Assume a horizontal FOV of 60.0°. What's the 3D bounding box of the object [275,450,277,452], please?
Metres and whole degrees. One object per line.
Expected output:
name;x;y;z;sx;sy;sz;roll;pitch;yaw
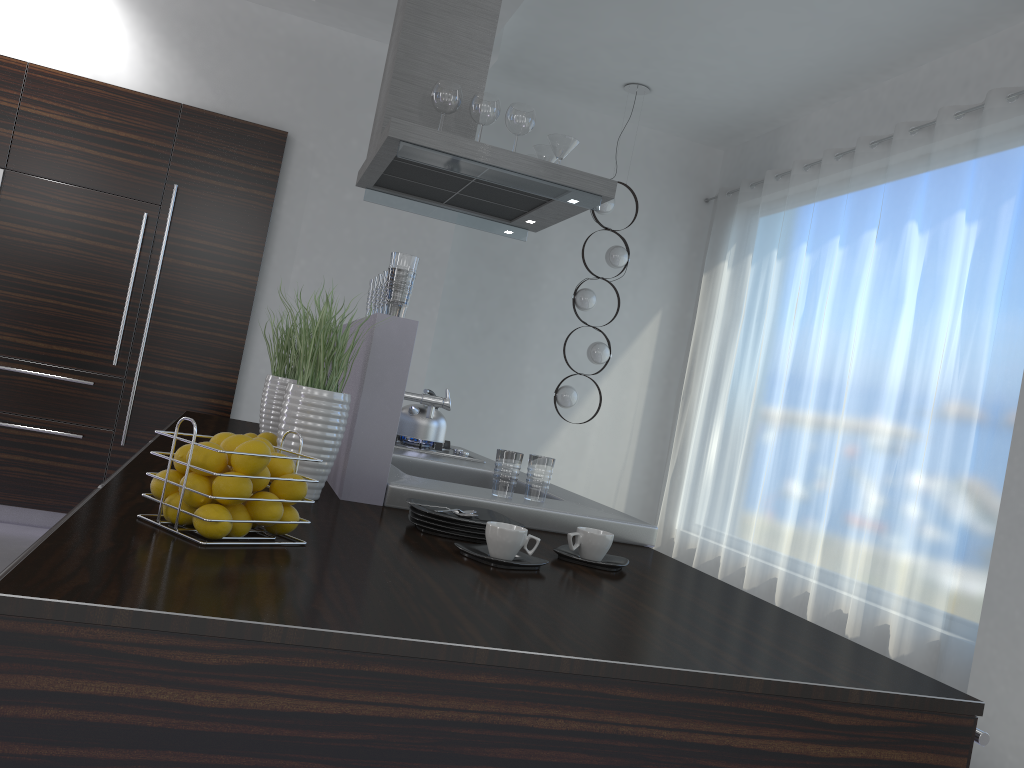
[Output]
object;-0.623;0.191;2.268;0.063;0.053;0.051;10;-2;23

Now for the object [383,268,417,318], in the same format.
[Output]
object;-0.281;-0.219;2.179;0.071;0.119;0.072;10;-2;23

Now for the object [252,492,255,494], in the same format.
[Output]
object;-0.437;0.156;1.468;0.051;0.053;0.064;11;-2;-14

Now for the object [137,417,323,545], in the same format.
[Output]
object;-0.448;0.151;1.428;0.189;0.174;0.207;10;-2;38

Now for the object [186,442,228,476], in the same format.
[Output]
object;-0.473;0.116;1.374;0.063;0.053;0.051;11;-2;-4

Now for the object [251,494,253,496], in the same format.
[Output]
object;-0.519;0.208;1.670;0.053;0.051;0.063;9;-2;42

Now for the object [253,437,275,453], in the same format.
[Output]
object;-0.430;0.120;1.506;0.057;0.060;0.052;12;-2;-29

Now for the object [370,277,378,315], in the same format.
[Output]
object;-0.351;-0.226;2.411;0.071;0.119;0.072;10;-2;23

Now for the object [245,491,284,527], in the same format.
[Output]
object;-0.392;0.198;1.406;0.062;0.053;0.052;10;-2;20

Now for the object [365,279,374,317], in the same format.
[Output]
object;-0.375;-0.228;2.488;0.072;0.119;0.071;10;-2;33

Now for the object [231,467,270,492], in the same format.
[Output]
object;-0.416;0.145;1.411;0.061;0.051;0.055;12;-2;-22

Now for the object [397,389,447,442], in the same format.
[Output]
object;-0.364;0.116;3.590;0.220;0.196;0.229;12;-2;-25

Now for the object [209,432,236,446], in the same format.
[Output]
object;-0.478;0.107;1.488;0.053;0.051;0.063;10;-2;31

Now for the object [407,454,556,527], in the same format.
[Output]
object;-0.066;0.231;2.090;0.269;0.147;0.646;11;-2;8

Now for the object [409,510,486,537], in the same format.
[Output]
object;-0.106;0.303;1.901;0.232;0.020;0.232;11;-2;-8

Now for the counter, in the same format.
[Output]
counter;-0.433;0.489;2.644;1.302;1.300;3.291;11;-2;-17

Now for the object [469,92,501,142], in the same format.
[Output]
object;-0.117;-1.015;3.464;0.125;0.221;0.125;11;-2;8

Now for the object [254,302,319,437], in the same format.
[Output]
object;-0.730;-0.027;2.819;0.247;0.502;0.269;11;-2;-17

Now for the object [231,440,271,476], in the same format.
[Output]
object;-0.404;0.115;1.374;0.059;0.060;0.050;11;-2;-17

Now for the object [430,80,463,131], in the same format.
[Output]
object;-0.265;-1.045;3.417;0.125;0.221;0.125;11;-2;8

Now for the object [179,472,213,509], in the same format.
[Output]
object;-0.488;0.164;1.371;0.051;0.055;0.061;12;-2;-38

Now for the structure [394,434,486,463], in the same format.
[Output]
structure;-0.443;0.229;3.772;0.519;0.055;0.709;11;-2;-17

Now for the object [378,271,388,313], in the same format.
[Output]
object;-0.304;-0.221;2.257;0.071;0.119;0.072;10;-2;23

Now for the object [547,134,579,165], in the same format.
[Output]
object;0.195;-0.924;3.665;0.137;0.174;0.137;10;-2;38

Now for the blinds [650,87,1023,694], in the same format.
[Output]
blinds;1.752;0.066;5.409;0.120;3.112;3.245;11;-2;-17

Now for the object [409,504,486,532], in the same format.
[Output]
object;-0.105;0.293;1.901;0.232;0.020;0.232;11;-2;-13

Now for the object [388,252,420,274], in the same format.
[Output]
object;-0.273;-0.257;2.181;0.071;0.119;0.072;10;-2;23

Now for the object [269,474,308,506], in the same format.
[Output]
object;-0.364;0.173;1.445;0.060;0.055;0.053;10;-2;26

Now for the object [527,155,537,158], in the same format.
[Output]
object;0.103;-0.931;4.020;0.137;0.174;0.137;10;-2;38

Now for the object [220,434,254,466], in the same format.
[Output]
object;-0.443;0.108;1.439;0.063;0.053;0.051;11;-2;-15

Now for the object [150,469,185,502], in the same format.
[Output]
object;-0.545;0.162;1.411;0.052;0.054;0.061;12;-2;-40

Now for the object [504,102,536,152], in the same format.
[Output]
object;0.021;-0.987;3.507;0.125;0.221;0.125;11;-2;8

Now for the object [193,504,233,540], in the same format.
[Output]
object;-0.450;0.207;1.334;0.062;0.052;0.053;10;-2;23

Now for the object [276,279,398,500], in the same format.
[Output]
object;-0.449;0.001;1.976;0.269;0.502;0.247;10;-2;26

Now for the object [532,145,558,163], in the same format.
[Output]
object;0.140;-0.929;3.847;0.137;0.174;0.137;10;-2;38

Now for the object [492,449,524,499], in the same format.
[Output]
object;-0.015;0.233;2.297;0.071;0.119;0.072;11;-2;-17

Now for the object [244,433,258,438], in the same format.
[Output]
object;-0.683;0.150;2.311;0.053;0.047;0.061;11;-2;-14

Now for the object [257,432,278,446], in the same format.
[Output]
object;-0.632;0.148;2.292;0.053;0.048;0.063;10;-2;39

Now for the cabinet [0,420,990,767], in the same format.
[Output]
cabinet;-0.486;0.707;2.636;1.377;0.852;3.285;11;-2;-17

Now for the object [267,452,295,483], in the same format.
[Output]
object;-0.391;0.140;1.473;0.063;0.051;0.053;10;-2;29

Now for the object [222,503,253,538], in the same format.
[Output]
object;-0.436;0.213;1.392;0.061;0.055;0.050;10;-2;29

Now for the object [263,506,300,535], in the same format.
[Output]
object;-0.378;0.222;1.453;0.061;0.053;0.053;10;-2;28

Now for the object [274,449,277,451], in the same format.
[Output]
object;-0.652;0.193;2.374;0.052;0.054;0.061;10;-2;30

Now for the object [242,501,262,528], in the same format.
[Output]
object;-0.429;0.214;1.484;0.053;0.053;0.061;10;-2;26

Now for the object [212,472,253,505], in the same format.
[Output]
object;-0.428;0.160;1.359;0.061;0.054;0.053;10;-2;29

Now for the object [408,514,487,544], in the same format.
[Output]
object;-0.108;0.312;1.900;0.232;0.020;0.232;11;-2;-8

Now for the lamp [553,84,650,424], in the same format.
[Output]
lamp;0.646;-0.891;6.126;0.367;2.370;0.180;12;-2;-23

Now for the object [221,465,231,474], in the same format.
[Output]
object;-0.493;0.149;1.467;0.062;0.053;0.052;9;-2;45

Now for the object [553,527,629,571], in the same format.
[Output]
object;0.169;0.340;1.847;0.153;0.069;0.153;10;-2;17

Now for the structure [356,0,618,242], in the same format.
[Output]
structure;-0.059;-1.374;3.844;0.915;1.231;0.981;11;-2;-17

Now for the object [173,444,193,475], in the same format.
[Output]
object;-0.511;0.122;1.419;0.053;0.052;0.061;11;-2;-4

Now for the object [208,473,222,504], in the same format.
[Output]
object;-0.476;0.164;1.400;0.062;0.053;0.051;11;-2;-9

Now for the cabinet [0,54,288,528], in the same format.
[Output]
cabinet;-3.326;-0.611;4.944;3.600;2.500;0.669;11;-2;-17

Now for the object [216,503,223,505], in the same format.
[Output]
object;-0.467;0.199;1.441;0.052;0.060;0.057;11;-2;-11

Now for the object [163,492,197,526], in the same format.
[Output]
object;-0.515;0.196;1.390;0.063;0.053;0.051;11;-2;-9

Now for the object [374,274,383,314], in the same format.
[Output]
object;-0.328;-0.223;2.334;0.071;0.119;0.072;10;-2;23

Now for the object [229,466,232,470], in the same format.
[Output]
object;-0.461;0.155;1.520;0.053;0.051;0.063;9;-2;42

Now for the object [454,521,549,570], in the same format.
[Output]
object;-0.017;0.298;1.651;0.153;0.069;0.153;13;-2;-43
